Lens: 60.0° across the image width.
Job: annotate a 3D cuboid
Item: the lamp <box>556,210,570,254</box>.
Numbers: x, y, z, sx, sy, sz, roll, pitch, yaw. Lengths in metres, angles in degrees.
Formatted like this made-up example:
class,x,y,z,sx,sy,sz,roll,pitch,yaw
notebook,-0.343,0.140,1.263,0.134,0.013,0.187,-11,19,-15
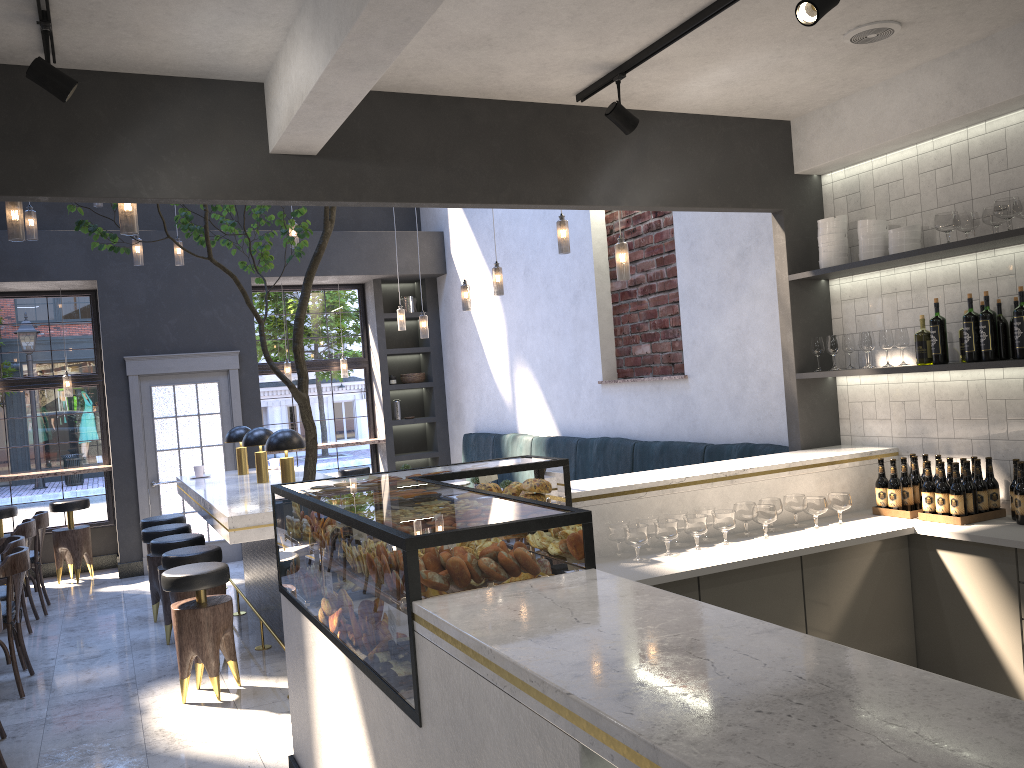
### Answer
class,x,y,z,sx,sy,sz,roll,pitch,yaw
lamp,0.192,-2.919,5.905,0.078,4.105,0.078,-5,1,-40

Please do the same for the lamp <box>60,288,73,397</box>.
class,x,y,z,sx,sy,sz,roll,pitch,yaw
lamp,-4.666,-0.581,9.215,0.078,1.429,0.078,-4,1,27

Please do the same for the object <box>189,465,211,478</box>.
class,x,y,z,sx,sy,sz,roll,pitch,yaw
object,-2.693,0.756,7.653,0.176,0.098,0.204,-4,0,-20

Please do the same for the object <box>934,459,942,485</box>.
class,x,y,z,sx,sy,sz,roll,pitch,yaw
object,2.042,0.498,4.222,0.070,0.279,0.069,-5,1,-23

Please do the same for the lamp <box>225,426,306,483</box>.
class,x,y,z,sx,sy,sz,roll,pitch,yaw
lamp,-1.023,-0.957,3.053,4.181,3.256,8.838,-5,0,-42

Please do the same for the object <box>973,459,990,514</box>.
class,x,y,z,sx,sy,sz,roll,pitch,yaw
object,2.171,0.488,4.119,0.069,0.279,0.070,-4,1,27

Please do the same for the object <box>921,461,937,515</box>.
class,x,y,z,sx,sy,sz,roll,pitch,yaw
object,1.973,0.503,4.190,0.069,0.279,0.070,-4,1,27

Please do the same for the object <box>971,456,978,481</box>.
class,x,y,z,sx,sy,sz,roll,pitch,yaw
object,2.208,0.485,4.218,0.069,0.279,0.070,-4,1,42

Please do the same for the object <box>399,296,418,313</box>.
class,x,y,z,sx,sy,sz,roll,pitch,yaw
object,-1.265,-0.963,10.849,0.214,0.215,0.213,-5,0,-16

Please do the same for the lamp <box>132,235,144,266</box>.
class,x,y,z,sx,sy,sz,roll,pitch,yaw
lamp,-3.298,-3.045,7.442,0.078,4.105,0.078,-5,1,-40

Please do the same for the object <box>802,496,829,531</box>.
class,x,y,z,sx,sy,sz,roll,pitch,yaw
object,1.421,0.605,4.152,0.114,0.147,0.114,-5,0,-20

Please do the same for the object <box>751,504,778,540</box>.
class,x,y,z,sx,sy,sz,roll,pitch,yaw
object,1.148,0.626,4.024,0.114,0.147,0.114,-5,0,-20

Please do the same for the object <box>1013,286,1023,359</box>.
class,x,y,z,sx,sy,sz,roll,pitch,yaw
object,2.239,-0.268,3.883,0.072,0.319,0.072,-5,1,-41

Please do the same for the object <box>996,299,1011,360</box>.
class,x,y,z,sx,sy,sz,roll,pitch,yaw
object,2.248,-0.250,4.078,0.065,0.280,0.065,-4,1,18

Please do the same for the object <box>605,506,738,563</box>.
class,x,y,z,sx,sy,sz,roll,pitch,yaw
object,0.708,0.660,3.923,0.575,0.147,0.256,-4,0,-25

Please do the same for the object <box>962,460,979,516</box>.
class,x,y,z,sx,sy,sz,roll,pitch,yaw
object,2.105,0.493,4.086,0.070,0.279,0.069,-5,1,-23

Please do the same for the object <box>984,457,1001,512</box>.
class,x,y,z,sx,sy,sz,roll,pitch,yaw
object,2.240,0.482,4.150,0.069,0.279,0.070,-4,1,-3

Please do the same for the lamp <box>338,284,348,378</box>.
class,x,y,z,sx,sy,sz,roll,pitch,yaw
lamp,-2.025,-0.786,10.452,0.078,1.429,0.078,-4,1,5

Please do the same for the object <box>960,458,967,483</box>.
class,x,y,z,sx,sy,sz,roll,pitch,yaw
object,2.141,0.490,4.186,0.070,0.279,0.069,-5,1,-18

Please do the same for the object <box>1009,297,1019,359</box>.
class,x,y,z,sx,sy,sz,roll,pitch,yaw
object,2.284,-0.253,4.003,0.065,0.280,0.065,-4,1,18

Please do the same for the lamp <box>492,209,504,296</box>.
class,x,y,z,sx,sy,sz,roll,pitch,yaw
lamp,-0.259,-2.738,6.898,0.078,4.105,0.078,-4,1,27

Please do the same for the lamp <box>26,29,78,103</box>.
class,x,y,z,sx,sy,sz,roll,pitch,yaw
lamp,-1.551,-1.070,2.983,0.157,0.238,0.087,-5,1,-31

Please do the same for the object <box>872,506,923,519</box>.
class,x,y,z,sx,sy,sz,roll,pitch,yaw
object,1.999,0.623,4.420,0.307,0.038,0.231,-4,0,-25

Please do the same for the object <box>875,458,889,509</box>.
class,x,y,z,sx,sy,sz,roll,pitch,yaw
object,1.857,0.512,4.440,0.069,0.279,0.070,-4,1,27

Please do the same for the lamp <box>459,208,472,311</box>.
class,x,y,z,sx,sy,sz,roll,pitch,yaw
lamp,-0.540,-2.669,7.508,0.078,4.105,0.078,-4,1,27

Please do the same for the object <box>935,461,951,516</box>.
class,x,y,z,sx,sy,sz,roll,pitch,yaw
object,2.005,0.500,4.123,0.069,0.279,0.070,-4,1,42

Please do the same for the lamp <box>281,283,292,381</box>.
class,x,y,z,sx,sy,sz,roll,pitch,yaw
lamp,-2.619,-0.740,10.174,0.078,1.429,0.078,-4,1,27

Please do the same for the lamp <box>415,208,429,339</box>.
class,x,y,z,sx,sy,sz,roll,pitch,yaw
lamp,-0.998,-2.487,8.516,0.078,4.105,0.078,-5,1,-40

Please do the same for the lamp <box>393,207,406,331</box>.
class,x,y,z,sx,sy,sz,roll,pitch,yaw
lamp,-1.289,-2.598,9.116,0.078,4.105,0.078,-5,1,-40

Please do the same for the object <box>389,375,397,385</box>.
class,x,y,z,sx,sy,sz,roll,pitch,yaw
object,-1.448,-0.048,10.697,0.117,0.119,0.116,-4,0,41

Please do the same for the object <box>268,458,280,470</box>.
class,x,y,z,sx,sy,sz,roll,pitch,yaw
object,-2.161,0.715,7.938,0.175,0.097,0.301,-5,0,-34

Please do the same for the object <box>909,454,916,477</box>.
class,x,y,z,sx,sy,sz,roll,pitch,yaw
object,2.060,0.496,4.535,0.070,0.279,0.069,-4,1,7

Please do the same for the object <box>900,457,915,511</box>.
class,x,y,z,sx,sy,sz,roll,pitch,yaw
object,1.956,0.504,4.405,0.069,0.279,0.070,-4,1,27

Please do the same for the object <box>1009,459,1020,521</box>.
class,x,y,z,sx,sy,sz,roll,pitch,yaw
object,2.298,0.480,4.024,0.070,0.279,0.069,-4,1,7

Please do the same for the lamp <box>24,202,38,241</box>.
class,x,y,z,sx,sy,sz,roll,pitch,yaw
lamp,-3.834,-3.152,6.777,0.078,4.105,0.078,-5,1,-40

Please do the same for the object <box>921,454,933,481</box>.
class,x,y,z,sx,sy,sz,roll,pitch,yaw
object,2.092,0.494,4.468,0.069,0.279,0.070,-4,1,42

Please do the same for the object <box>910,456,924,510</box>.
class,x,y,z,sx,sy,sz,roll,pitch,yaw
object,2.024,0.499,4.436,0.070,0.279,0.069,-5,1,-18

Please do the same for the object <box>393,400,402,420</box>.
class,x,y,z,sx,sy,sz,roll,pitch,yaw
object,-1.380,0.311,10.670,0.098,0.248,0.098,-4,0,14

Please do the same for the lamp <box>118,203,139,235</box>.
class,x,y,z,sx,sy,sz,roll,pitch,yaw
lamp,-1.927,-2.741,4.081,0.078,4.105,0.078,-4,1,5

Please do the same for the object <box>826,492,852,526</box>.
class,x,y,z,sx,sy,sz,roll,pitch,yaw
object,1.557,0.594,4.216,0.114,0.147,0.114,-5,0,-20

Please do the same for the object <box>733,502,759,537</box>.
class,x,y,z,sx,sy,sz,roll,pitch,yaw
object,1.093,0.630,4.143,0.114,0.147,0.114,-5,0,-20

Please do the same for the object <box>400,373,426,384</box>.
class,x,y,z,sx,sy,sz,roll,pitch,yaw
object,-1.209,-0.069,10.836,0.305,0.123,0.305,-4,0,-4

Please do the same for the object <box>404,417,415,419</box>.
class,x,y,z,sx,sy,sz,roll,pitch,yaw
object,-1.237,0.411,10.703,0.130,0.026,0.130,-4,0,-42

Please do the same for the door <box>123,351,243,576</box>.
class,x,y,z,sx,sy,sz,roll,pitch,yaw
door,-3.335,0.795,9.220,1.131,2.219,0.152,-5,1,-25

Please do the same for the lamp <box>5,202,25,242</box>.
class,x,y,z,sx,sy,sz,roll,pitch,yaw
lamp,-2.765,-2.803,4.648,0.078,4.105,0.078,-4,1,5

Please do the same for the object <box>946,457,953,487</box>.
class,x,y,z,sx,sy,sz,roll,pitch,yaw
object,2.110,0.492,4.253,0.069,0.279,0.070,-4,1,42

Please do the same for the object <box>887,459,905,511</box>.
class,x,y,z,sx,sy,sz,roll,pitch,yaw
object,1.889,0.509,4.372,0.069,0.279,0.070,-4,1,42

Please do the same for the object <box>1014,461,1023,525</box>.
class,x,y,z,sx,sy,sz,roll,pitch,yaw
object,2.262,0.483,3.926,0.070,0.279,0.069,-5,1,-18

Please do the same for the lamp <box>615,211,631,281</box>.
class,x,y,z,sx,sy,sz,roll,pitch,yaw
lamp,0.509,-2.667,5.274,0.078,4.105,0.078,-5,1,-40

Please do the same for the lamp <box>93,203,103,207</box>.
class,x,y,z,sx,sy,sz,roll,pitch,yaw
lamp,-3.850,-3.632,7.893,0.078,4.105,0.078,-5,1,-40

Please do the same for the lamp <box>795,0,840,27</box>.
class,x,y,z,sx,sy,sz,roll,pitch,yaw
lamp,0.980,-1.265,2.850,0.157,0.235,0.087,-5,1,-31

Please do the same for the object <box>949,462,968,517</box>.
class,x,y,z,sx,sy,sz,roll,pitch,yaw
object,2.038,0.498,4.054,0.070,0.279,0.069,-5,1,-38

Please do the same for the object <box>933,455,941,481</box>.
class,x,y,z,sx,sy,sz,roll,pitch,yaw
object,2.124,0.491,4.400,0.069,0.279,0.070,-4,1,-3

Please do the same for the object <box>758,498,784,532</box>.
class,x,y,z,sx,sy,sz,roll,pitch,yaw
object,1.229,0.620,4.207,0.114,0.147,0.114,-5,0,-20

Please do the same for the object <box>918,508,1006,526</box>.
class,x,y,z,sx,sy,sz,roll,pitch,yaw
object,2.115,0.614,4.170,0.307,0.038,0.231,-4,0,-25

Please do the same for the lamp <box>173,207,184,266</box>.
class,x,y,z,sx,sy,sz,roll,pitch,yaw
lamp,-3.227,-3.143,8.171,0.078,4.105,0.078,-5,1,-40

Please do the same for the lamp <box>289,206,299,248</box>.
class,x,y,z,sx,sy,sz,roll,pitch,yaw
lamp,-2.135,-3.289,8.051,0.078,4.105,0.078,-5,1,-40

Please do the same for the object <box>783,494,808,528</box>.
class,x,y,z,sx,sy,sz,roll,pitch,yaw
object,1.365,0.609,4.271,0.114,0.147,0.114,-5,0,-20

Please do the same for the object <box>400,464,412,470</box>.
class,x,y,z,sx,sy,sz,roll,pitch,yaw
object,-1.081,0.897,9.070,0.122,0.165,0.118,-4,1,43

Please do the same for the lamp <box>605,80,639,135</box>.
class,x,y,z,sx,sy,sz,roll,pitch,yaw
lamp,0.485,-1.227,3.938,0.157,0.235,0.087,-5,1,-31
